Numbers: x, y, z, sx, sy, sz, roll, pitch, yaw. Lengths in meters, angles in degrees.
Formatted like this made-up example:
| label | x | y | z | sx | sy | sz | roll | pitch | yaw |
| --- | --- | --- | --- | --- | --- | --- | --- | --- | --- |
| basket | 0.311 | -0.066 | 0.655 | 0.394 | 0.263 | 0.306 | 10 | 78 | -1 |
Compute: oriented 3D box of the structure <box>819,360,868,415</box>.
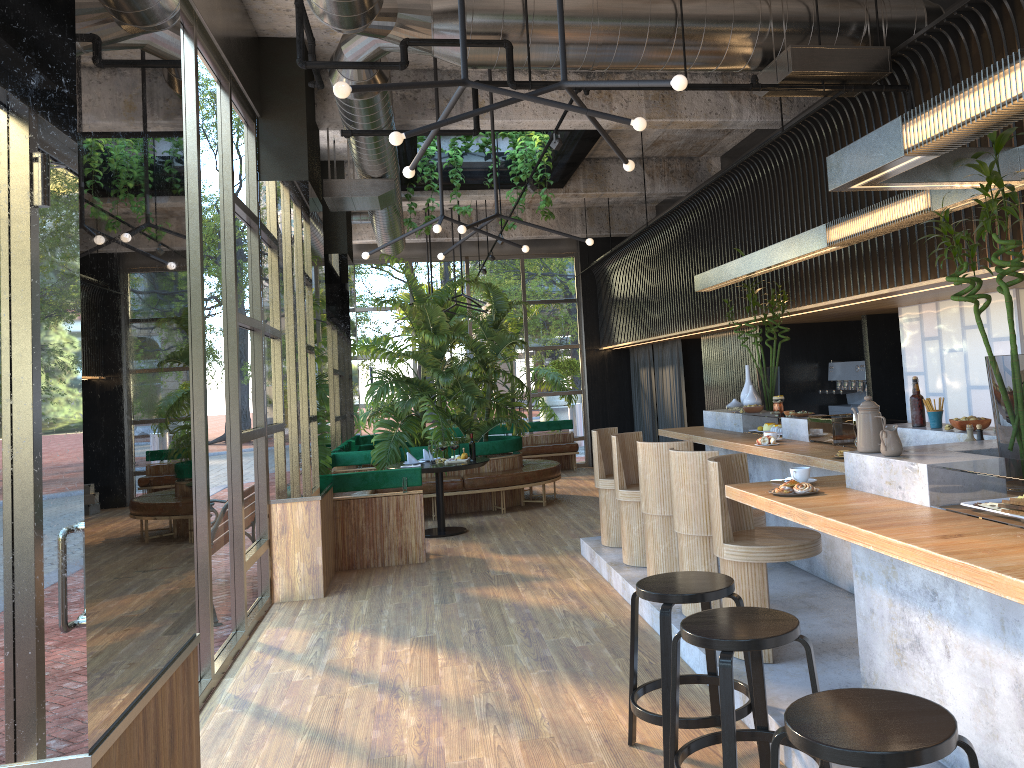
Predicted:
| label | x | y | z | sx | sy | sz | roll | pitch | yaw |
| --- | --- | --- | --- | --- | --- | --- | --- | --- | --- |
| structure | 3.642 | 0.531 | 9.290 | 0.559 | 1.599 | 0.822 | -3 | -3 | -8 |

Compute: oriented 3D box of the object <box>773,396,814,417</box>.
| label | x | y | z | sx | sy | sz | roll | pitch | yaw |
| --- | --- | --- | --- | --- | --- | --- | --- | --- | --- |
| object | 2.061 | 0.168 | 6.710 | 0.212 | 0.135 | 0.796 | -3 | 0 | 0 |

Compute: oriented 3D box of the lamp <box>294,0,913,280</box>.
| label | x | y | z | sx | sy | sz | roll | pitch | yaw |
| --- | --- | --- | --- | --- | --- | --- | --- | --- | --- |
| lamp | -0.057 | -2.143 | 10.102 | 3.862 | 1.535 | 9.821 | -3 | 0 | -9 |

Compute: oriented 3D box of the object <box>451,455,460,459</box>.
| label | x | y | z | sx | sy | sz | roll | pitch | yaw |
| --- | --- | --- | --- | --- | --- | --- | --- | --- | --- |
| object | -0.580 | 0.796 | 9.716 | 0.194 | 0.038 | 0.063 | -3 | -1 | 24 |

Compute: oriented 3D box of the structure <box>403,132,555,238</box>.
| label | x | y | z | sx | sy | sz | roll | pitch | yaw |
| --- | --- | --- | --- | --- | --- | --- | --- | --- | --- |
| structure | -0.256 | -2.535 | 10.822 | 2.106 | 1.521 | 1.452 | -4 | -2 | 20 |

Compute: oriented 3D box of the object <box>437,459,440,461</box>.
| label | x | y | z | sx | sy | sz | roll | pitch | yaw |
| --- | --- | --- | --- | --- | --- | --- | --- | --- | --- |
| object | -0.810 | 0.836 | 9.739 | 0.024 | 0.025 | 0.046 | -4 | -1 | 11 |

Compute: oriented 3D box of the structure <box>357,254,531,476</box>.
| label | x | y | z | sx | sy | sz | roll | pitch | yaw |
| --- | --- | --- | --- | --- | --- | --- | --- | --- | --- |
| structure | -0.919 | -0.066 | 11.950 | 2.520 | 3.447 | 2.565 | -2 | -3 | -24 |

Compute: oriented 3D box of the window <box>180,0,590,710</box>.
| label | x | y | z | sx | sy | sz | roll | pitch | yaw |
| --- | --- | --- | --- | --- | --- | --- | --- | --- | --- |
| window | 0.121 | -1.697 | 5.572 | 4.211 | 6.512 | 19.973 | -3 | 0 | -6 |

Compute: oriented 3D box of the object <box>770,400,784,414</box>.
| label | x | y | z | sx | sy | sz | roll | pitch | yaw |
| --- | --- | --- | --- | --- | --- | --- | --- | --- | --- |
| object | 2.072 | 0.181 | 6.966 | 0.086 | 0.107 | 0.161 | -5 | -2 | 38 |

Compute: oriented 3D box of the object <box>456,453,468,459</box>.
| label | x | y | z | sx | sy | sz | roll | pitch | yaw |
| --- | --- | --- | --- | --- | --- | --- | --- | --- | --- |
| object | -0.541 | 0.781 | 9.623 | 0.100 | 0.064 | 0.161 | -3 | -1 | -38 |

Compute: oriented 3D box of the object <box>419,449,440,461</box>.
| label | x | y | z | sx | sy | sz | roll | pitch | yaw |
| --- | --- | --- | --- | --- | --- | --- | --- | --- | --- |
| object | -0.917 | 0.789 | 9.908 | 0.242 | 0.139 | 0.223 | -3 | -1 | -25 |

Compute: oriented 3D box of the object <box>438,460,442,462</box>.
| label | x | y | z | sx | sy | sz | roll | pitch | yaw |
| --- | --- | --- | --- | --- | --- | --- | --- | --- | --- |
| object | -0.781 | 0.837 | 9.625 | 0.033 | 0.019 | 0.037 | -3 | -1 | 4 |

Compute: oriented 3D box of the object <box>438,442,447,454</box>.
| label | x | y | z | sx | sy | sz | roll | pitch | yaw |
| --- | --- | --- | --- | --- | --- | --- | --- | --- | --- |
| object | -0.769 | 0.744 | 9.858 | 0.106 | 0.201 | 0.098 | -2 | -3 | -19 |

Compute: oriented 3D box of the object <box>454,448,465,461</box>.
| label | x | y | z | sx | sy | sz | roll | pitch | yaw |
| --- | --- | --- | --- | --- | --- | --- | --- | --- | --- |
| object | -0.561 | 0.752 | 9.531 | 0.145 | 0.124 | 0.096 | -2 | -2 | -28 |

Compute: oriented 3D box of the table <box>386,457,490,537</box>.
| label | x | y | z | sx | sy | sz | roll | pitch | yaw |
| --- | --- | --- | --- | --- | --- | --- | --- | --- | --- |
| table | -0.772 | 1.223 | 9.540 | 1.153 | 0.753 | 1.044 | -2 | -1 | -40 |

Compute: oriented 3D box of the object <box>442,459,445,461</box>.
| label | x | y | z | sx | sy | sz | roll | pitch | yaw |
| --- | --- | --- | --- | --- | --- | --- | --- | --- | --- |
| object | -0.743 | 0.828 | 9.662 | 0.033 | 0.032 | 0.036 | -3 | -2 | -10 |

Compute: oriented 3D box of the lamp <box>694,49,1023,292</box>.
| label | x | y | z | sx | sy | sz | roll | pitch | yaw |
| --- | --- | --- | --- | --- | --- | --- | --- | --- | --- |
| lamp | 3.309 | -2.019 | 5.485 | 5.099 | 2.139 | 6.567 | -3 | 0 | -14 |

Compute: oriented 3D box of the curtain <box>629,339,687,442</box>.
| label | x | y | z | sx | sy | sz | roll | pitch | yaw |
| --- | --- | --- | --- | --- | --- | --- | --- | --- | --- |
| curtain | 2.268 | 0.362 | 13.960 | 0.124 | 2.064 | 3.211 | -3 | -1 | -6 |

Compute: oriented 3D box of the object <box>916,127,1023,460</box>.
| label | x | y | z | sx | sy | sz | roll | pitch | yaw |
| --- | --- | --- | --- | --- | --- | --- | --- | --- | --- |
| object | 1.942 | -0.370 | 3.485 | 0.679 | 1.554 | 0.577 | -3 | -3 | -4 |

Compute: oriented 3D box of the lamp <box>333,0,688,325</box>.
| label | x | y | z | sx | sy | sz | roll | pitch | yaw |
| --- | --- | --- | --- | --- | --- | --- | --- | --- | --- |
| lamp | 1.396 | -2.054 | 6.090 | 5.174 | 1.828 | 18.542 | -3 | 0 | -6 |

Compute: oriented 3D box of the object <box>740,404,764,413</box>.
| label | x | y | z | sx | sy | sz | roll | pitch | yaw |
| --- | --- | --- | --- | --- | --- | --- | --- | --- | --- |
| object | 1.974 | 0.202 | 7.314 | 0.191 | 0.073 | 0.228 | -3 | 0 | 12 |

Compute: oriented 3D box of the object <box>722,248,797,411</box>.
| label | x | y | z | sx | sy | sz | roll | pitch | yaw |
| --- | --- | --- | --- | --- | --- | --- | --- | --- | --- |
| object | 2.153 | -0.399 | 7.619 | 0.645 | 1.554 | 0.607 | -5 | -4 | 30 |

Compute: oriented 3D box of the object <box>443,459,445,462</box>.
| label | x | y | z | sx | sy | sz | roll | pitch | yaw |
| --- | --- | --- | --- | --- | --- | --- | --- | --- | --- |
| object | -0.735 | 0.829 | 9.573 | 0.032 | 0.031 | 0.040 | -4 | -1 | 17 |

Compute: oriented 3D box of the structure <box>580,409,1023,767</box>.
| label | x | y | z | sx | sy | sz | roll | pitch | yaw |
| --- | --- | --- | --- | --- | --- | --- | --- | --- | --- |
| structure | 3.840 | 0.472 | 5.239 | 5.949 | 1.735 | 6.988 | -3 | 0 | -8 |

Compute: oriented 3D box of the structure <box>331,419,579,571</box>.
| label | x | y | z | sx | sy | sz | roll | pitch | yaw |
| --- | --- | --- | --- | --- | --- | --- | --- | --- | --- |
| structure | 1.362 | 0.712 | 5.628 | 6.134 | 1.553 | 19.730 | -3 | 0 | -6 |

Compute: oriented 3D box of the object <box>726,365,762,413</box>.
| label | x | y | z | sx | sy | sz | roll | pitch | yaw |
| --- | --- | --- | --- | --- | --- | --- | --- | --- | --- |
| object | 2.007 | 0.038 | 7.575 | 0.304 | 0.399 | 0.331 | -5 | -3 | 40 |

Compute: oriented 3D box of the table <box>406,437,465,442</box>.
| label | x | y | z | sx | sy | sz | roll | pitch | yaw |
| --- | --- | --- | --- | --- | --- | --- | --- | --- | --- |
| table | -1.179 | 1.232 | 13.399 | 1.147 | 0.753 | 1.050 | -3 | -1 | -28 |

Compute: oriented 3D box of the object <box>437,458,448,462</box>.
| label | x | y | z | sx | sy | sz | roll | pitch | yaw |
| --- | --- | --- | --- | --- | --- | --- | --- | --- | --- |
| object | -0.755 | 0.830 | 9.723 | 0.098 | 0.028 | 0.128 | -3 | 0 | 7 |

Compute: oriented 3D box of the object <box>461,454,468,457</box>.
| label | x | y | z | sx | sy | sz | roll | pitch | yaw |
| --- | --- | --- | --- | --- | --- | --- | --- | --- | --- |
| object | -0.532 | 0.795 | 9.823 | 0.059 | 0.072 | 0.205 | -3 | 0 | -16 |

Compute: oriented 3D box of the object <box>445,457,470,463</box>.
| label | x | y | z | sx | sy | sz | roll | pitch | yaw |
| --- | --- | --- | --- | --- | --- | --- | --- | --- | --- |
| object | -0.587 | 0.825 | 9.616 | 0.239 | 0.019 | 0.352 | -3 | 0 | 2 |

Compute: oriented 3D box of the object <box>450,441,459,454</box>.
| label | x | y | z | sx | sy | sz | roll | pitch | yaw |
| --- | --- | --- | --- | --- | --- | --- | --- | --- | --- |
| object | -0.635 | 0.736 | 9.842 | 0.106 | 0.201 | 0.098 | -2 | -3 | -19 |

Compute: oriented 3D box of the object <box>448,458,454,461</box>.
| label | x | y | z | sx | sy | sz | roll | pitch | yaw |
| --- | --- | --- | --- | --- | --- | --- | --- | --- | --- |
| object | -0.644 | 0.813 | 9.602 | 0.103 | 0.013 | 0.218 | -3 | 0 | -2 |

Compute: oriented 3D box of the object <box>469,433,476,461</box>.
| label | x | y | z | sx | sy | sz | roll | pitch | yaw |
| --- | --- | --- | --- | --- | --- | --- | --- | --- | --- |
| object | -0.426 | 0.676 | 9.521 | 0.068 | 0.300 | 0.069 | -4 | -4 | 8 |
